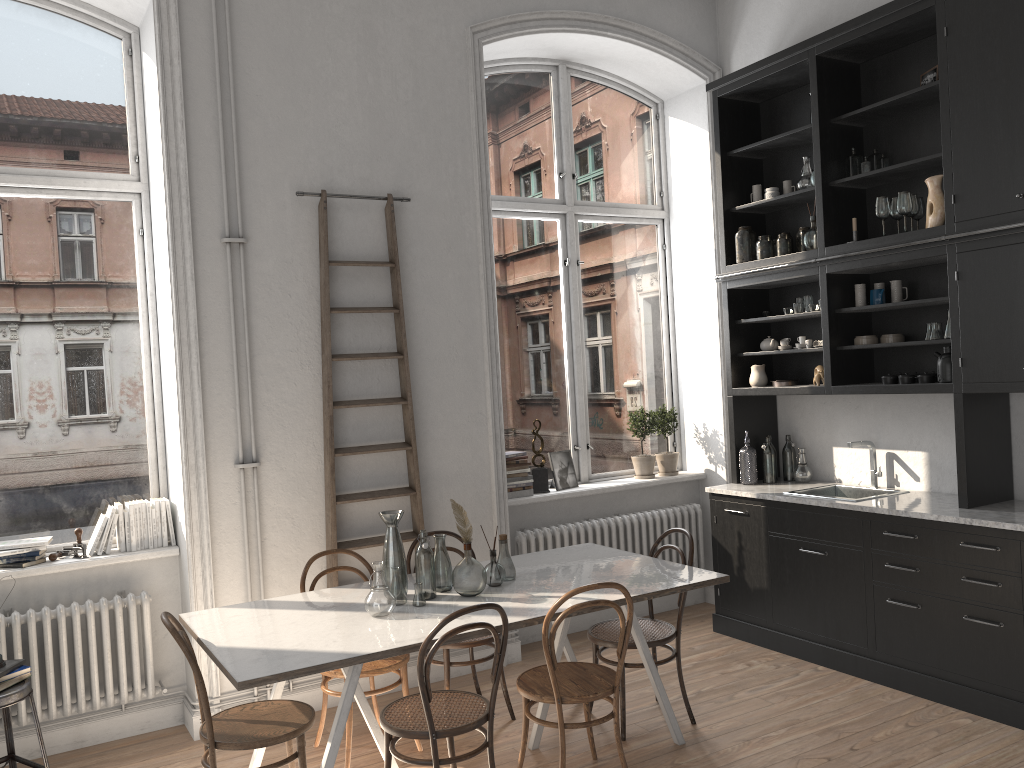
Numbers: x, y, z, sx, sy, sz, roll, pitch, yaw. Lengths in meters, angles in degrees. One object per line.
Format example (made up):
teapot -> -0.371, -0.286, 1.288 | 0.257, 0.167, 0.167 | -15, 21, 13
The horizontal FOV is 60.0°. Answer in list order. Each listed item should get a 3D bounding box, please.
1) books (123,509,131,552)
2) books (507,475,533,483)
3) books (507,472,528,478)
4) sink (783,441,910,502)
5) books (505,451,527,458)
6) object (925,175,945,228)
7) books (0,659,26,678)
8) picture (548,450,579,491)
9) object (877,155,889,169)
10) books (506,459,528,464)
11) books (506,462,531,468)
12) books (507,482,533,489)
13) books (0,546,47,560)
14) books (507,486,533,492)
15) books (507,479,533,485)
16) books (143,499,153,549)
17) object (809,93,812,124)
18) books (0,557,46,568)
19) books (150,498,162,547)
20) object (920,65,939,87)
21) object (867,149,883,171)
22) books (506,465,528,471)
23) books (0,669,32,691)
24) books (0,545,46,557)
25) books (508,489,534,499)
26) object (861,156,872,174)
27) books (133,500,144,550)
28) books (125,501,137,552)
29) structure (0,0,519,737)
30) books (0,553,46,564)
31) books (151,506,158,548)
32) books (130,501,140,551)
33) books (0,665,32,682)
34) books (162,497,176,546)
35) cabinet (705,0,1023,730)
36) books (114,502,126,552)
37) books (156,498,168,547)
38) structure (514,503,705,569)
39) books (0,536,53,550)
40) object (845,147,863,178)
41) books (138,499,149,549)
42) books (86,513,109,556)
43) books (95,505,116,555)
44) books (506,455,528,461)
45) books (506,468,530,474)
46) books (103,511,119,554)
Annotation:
books -> -2.020, 0.764, 4.641 | 0.020, 0.205, 0.155 | -4, 1, -30
books -> -0.019, 0.617, 5.797 | 0.245, 0.028, 0.193 | -4, 1, -35
books -> -0.014, 0.592, 5.795 | 0.205, 0.022, 0.155 | -3, 1, -16
sink -> 1.968, 0.600, 5.200 | 0.514, 0.505, 0.526 | -4, 1, -30
books -> -0.031, 0.462, 5.799 | 0.201, 0.024, 0.159 | -4, 1, -40
object -> 2.191, -0.936, 4.581 | 0.094, 0.267, 0.116 | -3, 1, 12
books -> -2.246, 1.246, 3.853 | 0.147, 0.027, 0.221 | -3, 1, 2
picture -> 0.323, 0.588, 6.045 | 0.149, 0.264, 0.221 | -2, 1, 43
object -> 2.108, -1.240, 5.034 | 0.044, 0.121, 0.058 | -3, 1, -3
books -> -0.031, 0.506, 5.787 | 0.231, 0.023, 0.162 | -3, 1, -15
books -> -0.023, 0.527, 5.792 | 0.243, 0.019, 0.174 | -3, 1, -30
books -> -0.016, 0.657, 5.779 | 0.249, 0.023, 0.175 | -3, 1, -30
books -> -2.435, 0.837, 4.380 | 0.221, 0.023, 0.147 | -3, 1, -14
books -> -0.015, 0.680, 5.780 | 0.249, 0.023, 0.175 | -4, 1, -35
books -> -0.017, 0.638, 5.797 | 0.255, 0.014, 0.192 | -3, 1, -27
books -> -1.929, 0.739, 4.693 | 0.019, 0.244, 0.174 | -4, 1, -30
object -> 1.847, -1.653, 5.395 | 0.067, 0.231, 0.070 | -4, 1, -34
books -> -2.442, 0.882, 4.381 | 0.221, 0.023, 0.147 | -3, 1, 19
books -> -1.901, 0.737, 4.735 | 0.024, 0.243, 0.175 | -4, 1, -30
object -> 2.241, -1.613, 4.725 | 0.056, 0.121, 0.167 | -3, 1, -5
object -> 2.110, -1.269, 5.141 | 0.065, 0.177, 0.084 | -3, 1, -8
books -> -0.017, 0.547, 5.794 | 0.205, 0.022, 0.155 | -4, 1, -35
books -> -2.253, 1.295, 3.844 | 0.194, 0.034, 0.246 | -3, 1, 10
books -> -2.428, 0.816, 4.371 | 0.205, 0.020, 0.155 | -4, 1, -40
books -> -0.016, 0.713, 5.780 | 0.248, 0.043, 0.192 | -4, 1, -30
object -> 2.020, -1.237, 5.056 | 0.053, 0.125, 0.041 | -3, 1, 27
books -> -1.974, 0.742, 4.687 | 0.019, 0.244, 0.174 | -4, 1, -30
books -> -1.997, 0.744, 4.643 | 0.024, 0.243, 0.175 | -4, 1, -30
structure -> -0.987, -0.488, 4.977 | 5.180, 4.474, 0.340 | -4, 1, -30
books -> -2.437, 0.859, 4.381 | 0.205, 0.022, 0.155 | -3, 1, -10
books -> -1.909, 0.757, 4.706 | 0.020, 0.205, 0.155 | -4, 1, -30
books -> -1.983, 0.742, 4.662 | 0.019, 0.244, 0.174 | -4, 1, -30
books -> -2.246, 1.268, 3.852 | 0.163, 0.029, 0.232 | -3, 1, 31
books -> -1.841, 0.734, 4.745 | 0.040, 0.244, 0.174 | -4, 1, -30
cabinet -> 2.283, -0.218, 4.510 | 0.635, 3.584, 3.251 | -4, 1, -30
books -> -2.054, 0.747, 4.646 | 0.024, 0.243, 0.175 | -4, 1, -30
books -> -1.869, 0.736, 4.731 | 0.024, 0.243, 0.175 | -4, 1, -30
structure -> 0.663, 1.168, 6.000 | 1.577, 0.552, 0.194 | -4, 1, -30
books -> -2.423, 0.790, 4.397 | 0.243, 0.019, 0.174 | -3, 1, -20
object -> 1.983, -1.273, 5.138 | 0.084, 0.199, 0.065 | -3, 1, -8
books -> -1.958, 0.741, 4.702 | 0.024, 0.243, 0.175 | -4, 1, -30
books -> -2.141, 0.775, 4.575 | 0.105, 0.194, 0.155 | -4, 1, -31
books -> -2.106, 0.753, 4.590 | 0.100, 0.235, 0.174 | -4, 1, -30
books -> -0.021, 0.483, 5.794 | 0.205, 0.020, 0.155 | -4, 1, -30
books -> -0.015, 0.569, 5.801 | 0.222, 0.024, 0.158 | -4, 1, -30
books -> -2.084, 0.768, 4.604 | 0.072, 0.203, 0.155 | -4, 1, -30
